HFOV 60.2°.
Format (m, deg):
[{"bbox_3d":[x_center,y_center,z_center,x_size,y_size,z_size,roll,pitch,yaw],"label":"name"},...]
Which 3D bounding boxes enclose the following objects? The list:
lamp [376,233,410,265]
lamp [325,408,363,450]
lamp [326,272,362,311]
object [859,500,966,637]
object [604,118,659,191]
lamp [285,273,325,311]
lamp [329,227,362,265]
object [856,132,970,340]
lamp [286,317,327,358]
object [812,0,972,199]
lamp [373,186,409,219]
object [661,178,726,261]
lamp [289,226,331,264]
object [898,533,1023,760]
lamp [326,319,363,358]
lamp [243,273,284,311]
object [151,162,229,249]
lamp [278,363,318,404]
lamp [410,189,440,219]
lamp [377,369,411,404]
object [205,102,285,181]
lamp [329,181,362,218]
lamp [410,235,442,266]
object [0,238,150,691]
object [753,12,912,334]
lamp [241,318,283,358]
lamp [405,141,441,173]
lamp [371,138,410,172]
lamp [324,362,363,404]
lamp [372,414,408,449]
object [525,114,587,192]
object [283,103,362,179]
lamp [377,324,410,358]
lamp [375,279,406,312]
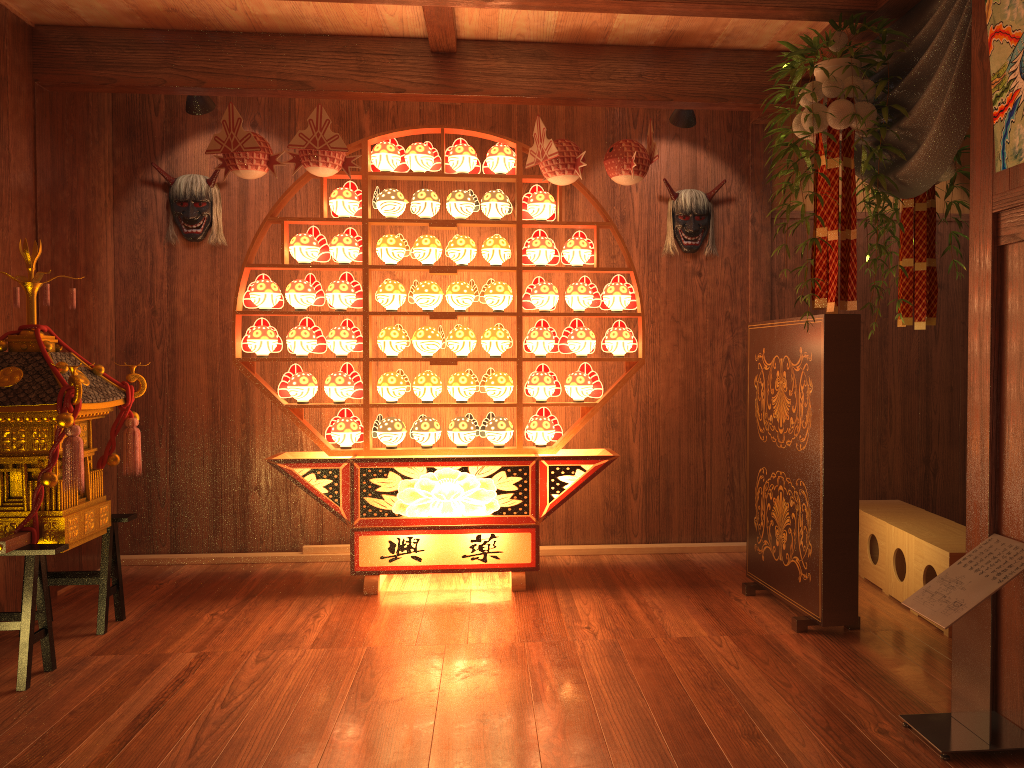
[{"bbox_3d":[-0.588,-0.650,4.252,0.135,0.167,0.161,1,2,27],"label":"lamp"},{"bbox_3d":[-0.799,0.215,4.253,0.198,0.197,0.154,0,2,-14],"label":"lamp"},{"bbox_3d":[-0.824,-0.446,4.231,0.198,0.200,0.159,0,2,11],"label":"lamp"},{"bbox_3d":[1.877,0.799,4.066,0.326,0.330,1.291,0,2,2],"label":"object"},{"bbox_3d":[0.536,-1.081,4.108,0.230,0.318,0.363,0,2,-8],"label":"object"},{"bbox_3d":[-1.014,-0.441,4.215,0.176,0.191,0.161,1,2,26],"label":"lamp"},{"bbox_3d":[-0.805,-0.663,4.227,0.187,0.195,0.159,0,2,11],"label":"lamp"},{"bbox_3d":[1.914,-0.843,4.309,0.760,1.260,0.529,-1,2,-19],"label":"object"},{"bbox_3d":[-1.007,-0.225,4.218,0.199,0.200,0.158,0,2,6],"label":"lamp"},{"bbox_3d":[1.473,-1.086,3.456,0.095,0.751,1.493,0,2,-2],"label":"object"},{"bbox_3d":[-0.572,-0.871,4.256,0.155,0.167,0.141,0,2,11],"label":"lamp"},{"bbox_3d":[1.008,-0.903,4.922,0.366,0.453,0.137,0,2,-5],"label":"object"},{"bbox_3d":[-0.994,-0.665,4.211,0.196,0.200,0.161,1,2,21],"label":"lamp"},{"bbox_3d":[1.293,0.726,2.492,0.302,0.560,0.249,0,2,-4],"label":"object"},{"bbox_3d":[-0.821,-0.221,4.237,0.180,0.192,0.159,0,2,11],"label":"lamp"},{"bbox_3d":[-1.171,-0.438,4.197,0.194,0.187,0.153,-1,2,-24],"label":"lamp"},{"bbox_3d":[-1.686,-0.924,4.655,0.366,0.453,0.137,0,2,-5],"label":"object"},{"bbox_3d":[-0.997,-0.001,4.231,0.192,0.194,0.151,-1,2,-44],"label":"lamp"},{"bbox_3d":[-0.415,-0.868,4.259,0.141,0.161,0.154,0,2,-13],"label":"lamp"},{"bbox_3d":[-0.586,0.011,4.269,0.135,0.167,0.161,1,2,27],"label":"lamp"},{"bbox_3d":[-1.180,-1.067,3.936,0.357,0.311,0.244,1,2,21],"label":"object"},{"bbox_3d":[-0.805,-0.886,4.221,0.198,0.200,0.159,0,2,11],"label":"lamp"},{"bbox_3d":[-0.405,-0.648,4.267,0.143,0.161,0.153,-1,2,-23],"label":"lamp"},{"bbox_3d":[-1.750,0.229,3.232,0.611,1.514,0.804,0,2,-3],"label":"object"},{"bbox_3d":[1.258,-0.821,3.467,0.580,1.260,0.698,0,2,-15],"label":"object"},{"bbox_3d":[-1.186,-0.222,4.201,0.193,0.195,0.153,-1,2,-19],"label":"lamp"},{"bbox_3d":[-0.453,-1.097,4.254,0.165,0.179,0.161,1,2,27],"label":"lamp"},{"bbox_3d":[-0.606,-1.107,4.234,0.199,0.200,0.158,0,2,6],"label":"lamp"},{"bbox_3d":[-0.834,-0.005,4.240,0.196,0.200,0.161,1,2,21],"label":"lamp"},{"bbox_3d":[-0.575,0.230,4.278,0.153,0.167,0.143,1,2,26],"label":"lamp"},{"bbox_3d":[0.223,-1.068,4.076,0.248,0.314,0.354,-1,2,-26],"label":"object"},{"bbox_3d":[-0.854,-1.078,3.974,0.350,0.306,0.214,0,2,-4],"label":"object"},{"bbox_3d":[-0.582,-0.210,4.261,0.137,0.167,0.160,0,2,17],"label":"lamp"},{"bbox_3d":[-0.577,-0.430,4.253,0.143,0.167,0.153,-1,2,-23],"label":"lamp"}]
